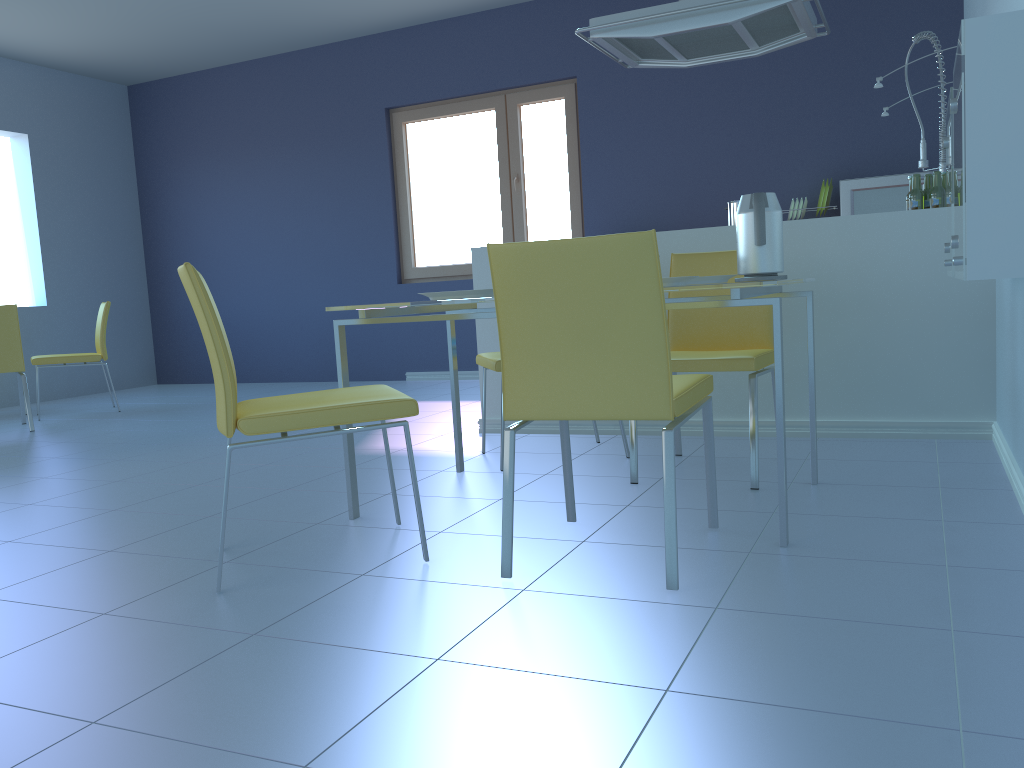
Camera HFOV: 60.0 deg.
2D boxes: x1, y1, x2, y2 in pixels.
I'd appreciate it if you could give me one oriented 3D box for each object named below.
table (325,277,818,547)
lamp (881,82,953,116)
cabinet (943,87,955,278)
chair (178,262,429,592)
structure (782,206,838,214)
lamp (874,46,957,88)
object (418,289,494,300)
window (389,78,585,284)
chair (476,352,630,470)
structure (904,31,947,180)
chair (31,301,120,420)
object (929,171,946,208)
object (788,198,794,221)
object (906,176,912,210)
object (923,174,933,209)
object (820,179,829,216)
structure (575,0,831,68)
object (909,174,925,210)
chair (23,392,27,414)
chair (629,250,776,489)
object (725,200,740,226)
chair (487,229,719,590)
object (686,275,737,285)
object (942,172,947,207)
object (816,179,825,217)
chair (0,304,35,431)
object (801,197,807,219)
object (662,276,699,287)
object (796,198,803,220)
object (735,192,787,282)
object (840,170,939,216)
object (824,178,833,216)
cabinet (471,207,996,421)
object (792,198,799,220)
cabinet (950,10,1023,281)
[{"bbox_3d":[0.200,0.038,2.483,1.173,0.590,0.730,-1,6,25],"label":"table"},{"bbox_3d":[2.018,-1.404,4.332,0.400,0.134,0.037,-1,6,25],"label":"lamp"},{"bbox_3d":[1.212,-0.509,2.302,0.173,0.450,0.450,-1,6,25],"label":"cabinet"},{"bbox_3d":[-0.494,0.062,2.085,0.484,0.695,0.387,-5,6,-17],"label":"chair"},{"bbox_3d":[1.682,-0.901,5.168,0.408,0.225,0.194,-1,6,22],"label":"structure"},{"bbox_3d":[1.699,-1.314,3.640,0.400,0.134,0.037,-1,6,25],"label":"lamp"},{"bbox_3d":[-0.121,-0.236,2.338,0.228,0.020,0.228,-1,6,22],"label":"object"},{"bbox_3d":[-0.185,-1.376,6.196,1.475,1.263,0.142,-1,6,25],"label":"window"},{"bbox_3d":[0.140,-0.089,3.193,0.484,0.695,0.387,-5,6,-11],"label":"chair"},{"bbox_3d":[1.882,-1.142,4.017,0.178,0.920,0.308,-1,6,23],"label":"structure"},{"bbox_3d":[-2.780,-0.161,5.633,0.484,0.699,0.387,-7,7,-29],"label":"chair"},{"bbox_3d":[1.523,-0.665,3.173,0.052,0.187,0.052,2,8,44],"label":"object"},{"bbox_3d":[1.629,-1.016,5.176,0.039,0.136,0.140,-1,6,20],"label":"object"},{"bbox_3d":[1.494,-0.677,3.300,0.052,0.190,0.052,-4,6,-10],"label":"object"},{"bbox_3d":[1.522,-0.671,3.240,0.052,0.187,0.052,2,8,44],"label":"object"},{"bbox_3d":[1.798,-1.073,5.103,0.053,0.214,0.220,-1,6,22],"label":"object"},{"bbox_3d":[0.762,-1.842,3.548,0.895,0.962,0.695,-1,6,25],"label":"structure"},{"bbox_3d":[1.468,-0.666,3.216,0.052,0.187,0.052,2,8,44],"label":"object"},{"bbox_3d":[-3.459,-0.144,5.848,0.387,0.695,0.484,-7,7,-29],"label":"chair"},{"bbox_3d":[0.617,-0.076,2.779,0.387,0.695,0.484,0,7,27],"label":"chair"},{"bbox_3d":[0.934,-0.670,3.509,0.170,0.106,0.157,-3,6,8],"label":"object"},{"bbox_3d":[0.211,0.033,1.957,0.387,0.695,0.484,-1,6,22],"label":"chair"},{"bbox_3d":[0.526,-0.295,2.536,0.228,0.020,0.228,-1,7,27],"label":"object"},{"bbox_3d":[1.583,-0.676,3.237,0.052,0.190,0.052,-4,6,-10],"label":"object"},{"bbox_3d":[1.779,-1.073,5.110,0.053,0.214,0.220,-1,6,22],"label":"object"},{"bbox_3d":[-2.920,-0.081,4.912,0.387,0.695,0.484,-7,7,-34],"label":"chair"},{"bbox_3d":[1.696,-1.017,5.150,0.039,0.136,0.140,-1,6,20],"label":"object"},{"bbox_3d":[0.331,-0.242,2.129,0.228,0.020,0.228,-1,6,22],"label":"object"},{"bbox_3d":[1.673,-1.017,5.159,0.039,0.136,0.140,-1,6,20],"label":"object"},{"bbox_3d":[0.647,-0.380,2.300,0.132,0.222,0.146,-6,6,-22],"label":"object"},{"bbox_3d":[2.142,-0.959,4.871,0.611,0.350,0.367,-1,6,25],"label":"object"},{"bbox_3d":[1.818,-1.074,5.095,0.053,0.214,0.220,-1,6,22],"label":"object"},{"bbox_3d":[1.124,-0.324,4.440,2.139,0.800,2.200,-1,6,25],"label":"cabinet"},{"bbox_3d":[1.651,-1.016,5.168,0.039,0.136,0.140,-1,6,20],"label":"object"},{"bbox_3d":[0.950,-0.435,1.732,0.173,0.450,0.450,-1,6,25],"label":"cabinet"}]
